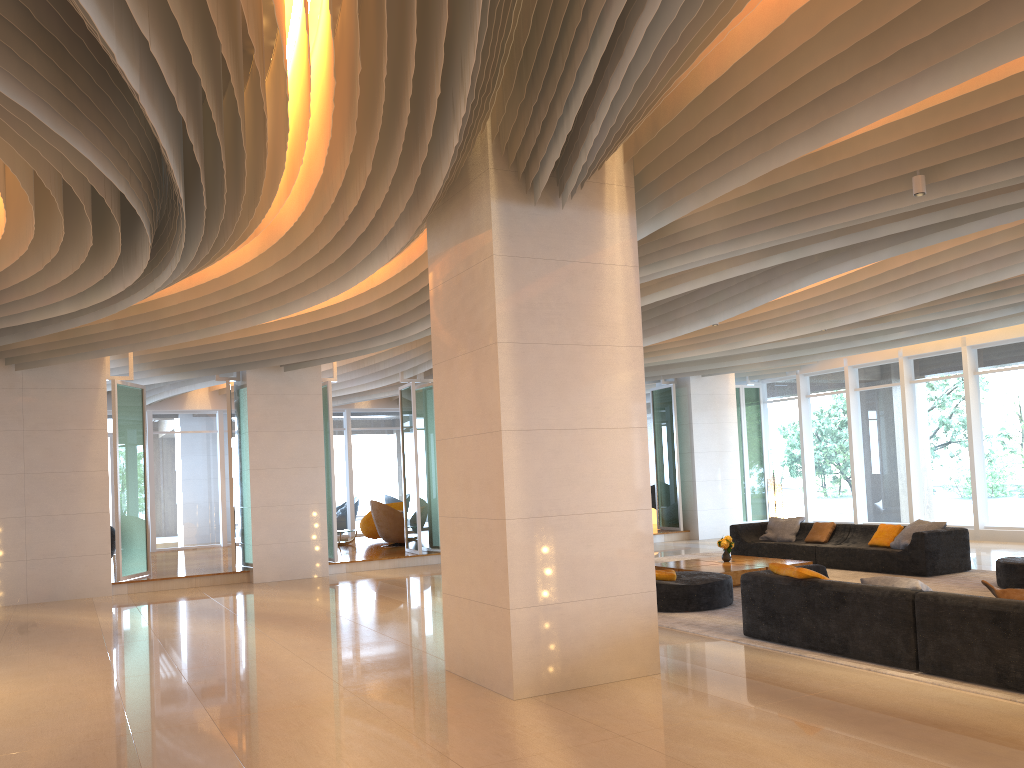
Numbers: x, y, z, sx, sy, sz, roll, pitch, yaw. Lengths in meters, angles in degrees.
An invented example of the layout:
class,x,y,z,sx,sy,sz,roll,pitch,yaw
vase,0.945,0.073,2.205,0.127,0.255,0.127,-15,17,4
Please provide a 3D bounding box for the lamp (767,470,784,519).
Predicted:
class,x,y,z,sx,sy,sz,roll,pitch,yaw
lamp,4.597,2.214,15.439,0.253,1.446,0.247,-1,-3,-28

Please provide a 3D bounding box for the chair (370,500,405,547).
class,x,y,z,sx,sy,sz,roll,pitch,yaw
chair,-2.432,2.952,18.964,1.148,1.002,1.508,-1,-5,-20

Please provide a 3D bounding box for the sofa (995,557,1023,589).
class,x,y,z,sx,sy,sz,roll,pitch,yaw
sofa,6.851,1.824,8.706,1.371,0.580,4.100,0,-7,-28

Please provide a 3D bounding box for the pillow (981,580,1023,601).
class,x,y,z,sx,sy,sz,roll,pitch,yaw
pillow,3.504,1.527,5.942,0.450,0.408,0.595,-1,-5,-25

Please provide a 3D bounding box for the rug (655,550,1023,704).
class,x,y,z,sx,sy,sz,roll,pitch,yaw
rug,5.077,2.117,7.839,5.589,0.022,16.056,0,-7,-27

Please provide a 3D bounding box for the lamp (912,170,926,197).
class,x,y,z,sx,sy,sz,roll,pitch,yaw
lamp,3.011,-2.162,6.658,0.090,1.501,0.088,-1,-3,-37

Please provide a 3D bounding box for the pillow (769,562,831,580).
class,x,y,z,sx,sy,sz,roll,pitch,yaw
pillow,2.577,1.726,7.611,0.549,0.376,0.639,-2,-5,-5

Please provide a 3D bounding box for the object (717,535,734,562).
class,x,y,z,sx,sy,sz,roll,pitch,yaw
object,2.969,2.273,12.298,0.235,0.376,0.267,-3,-4,5

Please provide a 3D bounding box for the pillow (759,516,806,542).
class,x,y,z,sx,sy,sz,roll,pitch,yaw
pillow,4.355,2.339,14.315,0.629,0.376,0.557,-7,-7,40

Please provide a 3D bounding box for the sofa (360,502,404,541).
class,x,y,z,sx,sy,sz,roll,pitch,yaw
sofa,-2.389,3.233,21.172,2.605,0.898,1.095,2,-6,-38

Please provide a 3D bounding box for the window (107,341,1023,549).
class,x,y,z,sx,sy,sz,roll,pitch,yaw
window,7.878,0.541,11.719,53.788,3.209,22.511,-6,-7,27

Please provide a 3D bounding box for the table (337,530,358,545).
class,x,y,z,sx,sy,sz,roll,pitch,yaw
table,-3.999,3.476,19.952,1.092,0.317,0.812,-1,-6,-21

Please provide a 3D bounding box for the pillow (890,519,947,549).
class,x,y,z,sx,sy,sz,roll,pitch,yaw
pillow,5.503,2.046,12.047,0.549,0.376,0.639,-2,-5,-5

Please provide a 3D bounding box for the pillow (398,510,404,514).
class,x,y,z,sx,sy,sz,roll,pitch,yaw
pillow,-2.324,2.794,18.666,0.612,0.453,0.480,-7,-6,44

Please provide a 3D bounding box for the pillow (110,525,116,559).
class,x,y,z,sx,sy,sz,roll,pitch,yaw
pillow,-7.483,2.780,14.957,1.540,1.002,1.124,0,-5,-30

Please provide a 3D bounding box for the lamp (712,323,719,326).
class,x,y,z,sx,sy,sz,roll,pitch,yaw
lamp,2.776,-1.561,12.303,0.088,1.501,0.090,-4,-3,17

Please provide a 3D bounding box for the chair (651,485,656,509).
class,x,y,z,sx,sy,sz,roll,pitch,yaw
chair,3.742,3.139,23.634,1.537,1.002,1.126,0,-5,-25

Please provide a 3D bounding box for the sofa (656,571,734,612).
class,x,y,z,sx,sy,sz,roll,pitch,yaw
sofa,1.587,2.392,12.028,2.864,0.651,5.037,0,-7,-27

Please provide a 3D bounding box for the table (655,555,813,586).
class,x,y,z,sx,sy,sz,roll,pitch,yaw
table,2.923,2.552,12.088,1.623,0.219,1.585,0,-7,-27

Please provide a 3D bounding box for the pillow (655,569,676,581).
class,x,y,z,sx,sy,sz,roll,pitch,yaw
pillow,1.647,2.143,10.022,0.409,0.135,0.419,-3,-6,6

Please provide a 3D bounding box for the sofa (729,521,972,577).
class,x,y,z,sx,sy,sz,roll,pitch,yaw
sofa,4.817,2.383,13.107,0.955,0.580,3.739,0,-6,-27

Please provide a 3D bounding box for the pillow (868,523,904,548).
class,x,y,z,sx,sy,sz,roll,pitch,yaw
pillow,5.262,2.132,12.489,0.326,0.311,0.404,-1,-5,-25

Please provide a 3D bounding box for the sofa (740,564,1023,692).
class,x,y,z,sx,sy,sz,roll,pitch,yaw
sofa,3.280,1.771,6.533,0.955,0.580,3.739,0,-6,-27

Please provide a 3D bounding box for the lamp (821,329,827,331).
class,x,y,z,sx,sy,sz,roll,pitch,yaw
lamp,4.620,-1.548,13.284,0.088,1.501,0.090,-4,-3,17

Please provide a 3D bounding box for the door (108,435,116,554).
class,x,y,z,sx,sy,sz,roll,pitch,yaw
door,-9.235,2.558,20.590,1.479,2.763,0.059,-1,-3,-28

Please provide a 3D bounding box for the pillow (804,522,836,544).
class,x,y,z,sx,sy,sz,roll,pitch,yaw
pillow,4.717,2.271,13.566,0.326,0.311,0.403,0,-5,-30

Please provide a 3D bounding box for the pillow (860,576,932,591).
class,x,y,z,sx,sy,sz,roll,pitch,yaw
pillow,3.044,1.683,6.854,0.426,0.375,0.581,-1,-5,-25
